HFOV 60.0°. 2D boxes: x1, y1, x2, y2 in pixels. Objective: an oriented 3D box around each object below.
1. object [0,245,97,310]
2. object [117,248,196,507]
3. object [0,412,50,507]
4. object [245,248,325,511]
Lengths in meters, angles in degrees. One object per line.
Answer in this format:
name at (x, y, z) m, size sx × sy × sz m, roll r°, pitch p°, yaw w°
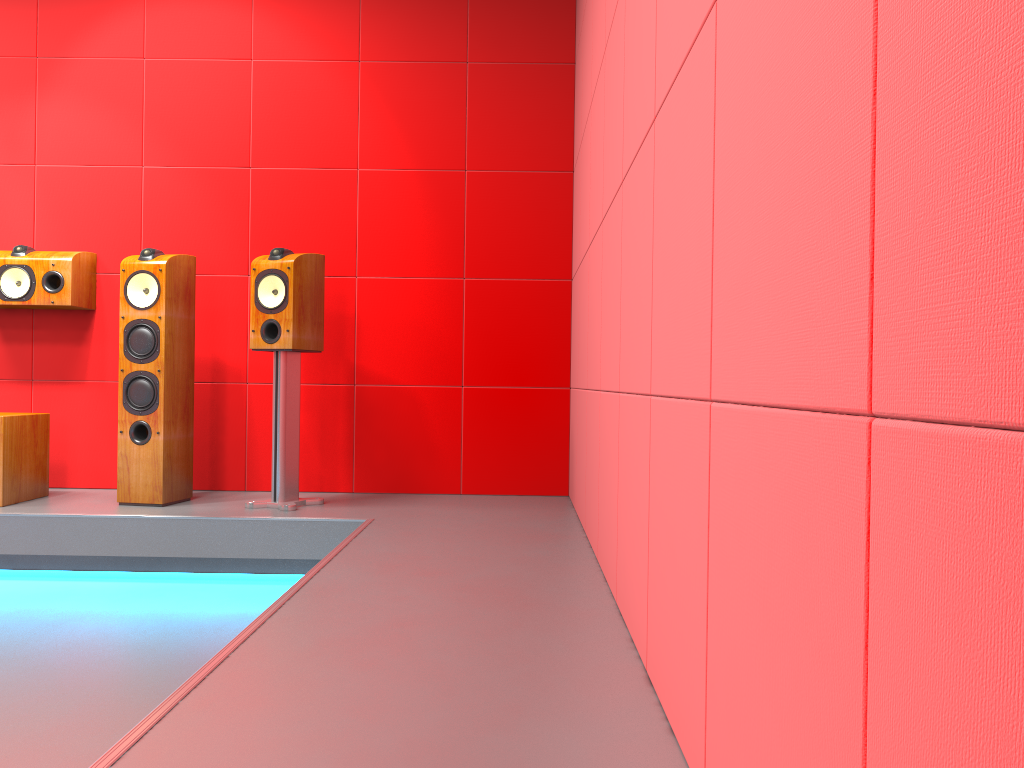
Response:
object at (-2.175, -0.482, 3.999) m, size 0.493 × 0.271 × 0.235 m, roll 1°, pitch 0°, yaw 0°
object at (-1.479, -0.031, 3.694) m, size 0.203 × 1.052 × 0.238 m, roll 1°, pitch 0°, yaw 10°
object at (-2.190, 0.304, 3.675) m, size 0.360 × 0.360 × 0.360 m, roll 1°, pitch 0°, yaw 0°
object at (-0.930, -0.026, 3.667) m, size 0.231 × 1.058 × 0.265 m, roll 1°, pitch 0°, yaw 20°
